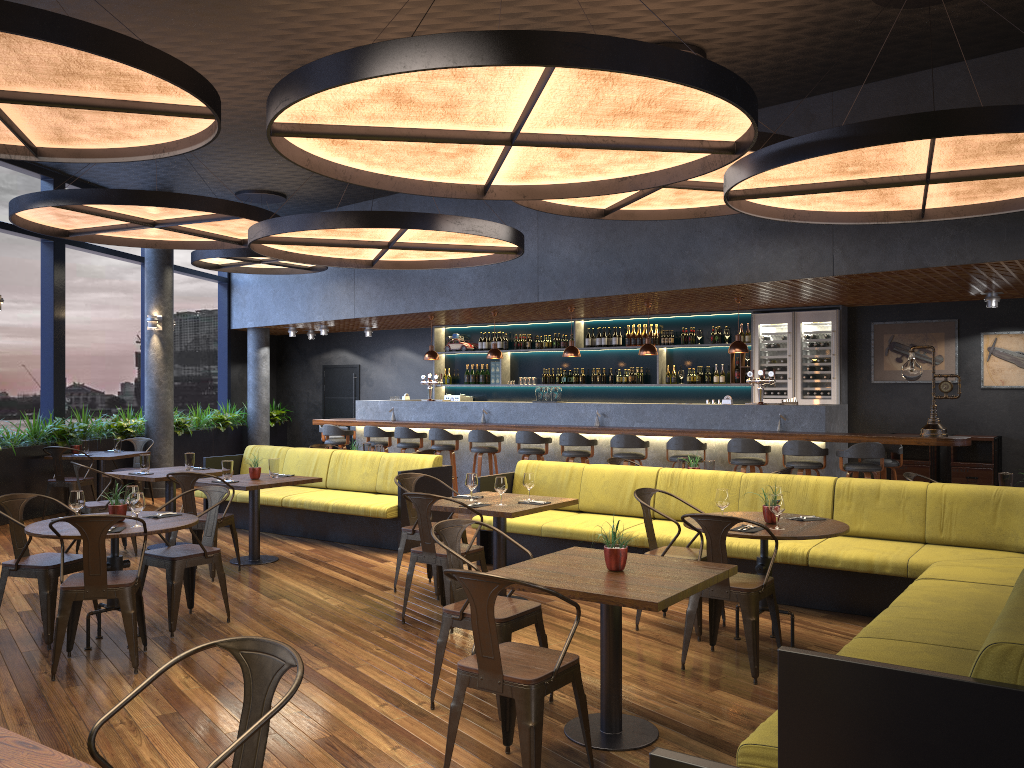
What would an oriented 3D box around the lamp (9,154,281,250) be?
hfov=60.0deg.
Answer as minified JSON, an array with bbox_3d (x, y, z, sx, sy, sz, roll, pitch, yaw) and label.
[{"bbox_3d":[-3.924,-2.264,9.730,2.778,1.159,2.778,0,0,-20],"label":"lamp"}]

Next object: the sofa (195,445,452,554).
[{"bbox_3d":[-2.156,1.196,9.725,3.061,0.914,0.966,0,0,35],"label":"sofa"}]

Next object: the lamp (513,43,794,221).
[{"bbox_3d":[1.329,-2.275,7.799,2.778,1.159,2.778,0,0,-5],"label":"lamp"}]

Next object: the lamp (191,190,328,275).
[{"bbox_3d":[-3.775,-2.313,13.337,1.979,1.093,1.979,0,0,-2],"label":"lamp"}]

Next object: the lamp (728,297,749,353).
[{"bbox_3d":[2.764,-0.716,10.829,0.250,0.673,0.250,0,0,-23],"label":"lamp"}]

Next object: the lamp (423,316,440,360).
[{"bbox_3d":[-1.233,-0.704,13.582,0.250,0.673,0.250,0,0,22],"label":"lamp"}]

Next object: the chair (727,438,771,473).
[{"bbox_3d":[2.683,1.124,10.023,0.483,1.048,0.438,0,0,6],"label":"chair"}]

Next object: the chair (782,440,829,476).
[{"bbox_3d":[3.158,1.122,9.615,0.438,1.048,0.483,0,0,-27],"label":"chair"}]

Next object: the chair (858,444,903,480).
[{"bbox_3d":[4.069,1.122,9.834,0.483,1.048,0.438,0,0,6],"label":"chair"}]

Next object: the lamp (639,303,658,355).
[{"bbox_3d":[1.769,-0.713,11.515,0.250,0.673,0.250,0,0,-23],"label":"lamp"}]

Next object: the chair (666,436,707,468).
[{"bbox_3d":[2.040,1.125,10.459,0.438,1.048,0.483,0,0,-41],"label":"chair"}]

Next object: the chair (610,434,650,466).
[{"bbox_3d":[1.447,1.127,10.842,0.483,1.048,0.438,0,0,-5],"label":"chair"}]

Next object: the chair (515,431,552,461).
[{"bbox_3d":[0.287,1.131,11.659,0.483,1.048,0.438,0,0,6],"label":"chair"}]

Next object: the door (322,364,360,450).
[{"bbox_3d":[-3.354,0.650,17.465,1.012,2.056,0.137,0,0,35],"label":"door"}]

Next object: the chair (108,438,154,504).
[{"bbox_3d":[-5.162,1.202,12.052,0.504,0.917,0.541,0,0,0],"label":"chair"}]

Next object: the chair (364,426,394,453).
[{"bbox_3d":[-1.965,1.138,13.197,0.483,1.048,0.438,0,0,6],"label":"chair"}]

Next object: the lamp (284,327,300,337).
[{"bbox_3d":[-4.008,-0.954,16.202,0.228,0.172,0.228,0,0,35],"label":"lamp"}]

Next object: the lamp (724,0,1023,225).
[{"bbox_3d":[2.908,-2.105,6.209,2.778,1.475,2.778,0,0,39],"label":"lamp"}]

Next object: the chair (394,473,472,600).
[{"bbox_3d":[-0.651,1.182,7.061,0.541,0.917,0.504,0,0,35],"label":"chair"}]

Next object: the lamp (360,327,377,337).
[{"bbox_3d":[-2.620,-0.955,16.209,0.228,0.172,0.228,0,0,35],"label":"lamp"}]

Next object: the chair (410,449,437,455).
[{"bbox_3d":[-1.144,1.192,10.111,0.541,0.917,0.504,0,0,35],"label":"chair"}]

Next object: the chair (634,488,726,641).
[{"bbox_3d":[1.101,1.177,5.968,0.541,0.917,0.504,0,0,35],"label":"chair"}]

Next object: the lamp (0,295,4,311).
[{"bbox_3d":[-5.804,-0.906,9.953,0.215,0.215,0.189,0,0,10],"label":"lamp"}]

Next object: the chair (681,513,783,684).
[{"bbox_3d":[1.255,1.175,5.099,0.504,0.917,0.541,0,0,35],"label":"chair"}]

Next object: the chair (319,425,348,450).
[{"bbox_3d":[-2.927,1.143,14.581,0.483,1.048,0.438,0,0,-27],"label":"chair"}]

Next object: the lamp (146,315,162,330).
[{"bbox_3d":[-5.232,-0.897,12.916,0.215,0.215,0.189,0,0,-5],"label":"lamp"}]

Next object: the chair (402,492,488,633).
[{"bbox_3d":[-0.466,1.179,6.097,0.504,0.917,0.541,0,0,35],"label":"chair"}]

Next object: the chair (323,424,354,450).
[{"bbox_3d":[-2.668,1.140,13.628,0.483,1.048,0.438,0,0,6],"label":"chair"}]

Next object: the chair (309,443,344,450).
[{"bbox_3d":[-2.184,1.195,10.828,0.541,0.917,0.504,0,0,35],"label":"chair"}]

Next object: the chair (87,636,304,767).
[{"bbox_3d":[-0.820,1.168,2.253,0.504,0.917,0.541,0,0,35],"label":"chair"}]

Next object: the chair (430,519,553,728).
[{"bbox_3d":[-0.130,1.174,4.530,0.541,0.917,0.504,0,0,35],"label":"chair"}]

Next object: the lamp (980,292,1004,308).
[{"bbox_3d":[5.609,-0.981,10.357,0.228,0.172,0.228,0,0,35],"label":"lamp"}]

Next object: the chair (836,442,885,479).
[{"bbox_3d":[3.648,1.120,9.290,0.483,1.048,0.438,0,0,26],"label":"chair"}]

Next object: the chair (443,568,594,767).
[{"bbox_3d":[0.008,1.171,3.589,0.504,0.917,0.541,0,0,35],"label":"chair"}]

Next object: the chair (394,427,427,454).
[{"bbox_3d":[-1.466,1.136,12.869,0.483,1.048,0.438,0,0,6],"label":"chair"}]

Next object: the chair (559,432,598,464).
[{"bbox_3d":[0.819,1.129,11.226,0.438,1.048,0.483,0,0,-27],"label":"chair"}]

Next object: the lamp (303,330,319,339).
[{"bbox_3d":[-3.865,-0.951,17.066,0.228,0.172,0.228,0,0,35],"label":"lamp"}]

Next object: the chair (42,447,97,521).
[{"bbox_3d":[-5.363,1.198,10.738,0.504,0.917,0.541,0,0,9],"label":"chair"}]

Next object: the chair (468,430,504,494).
[{"bbox_3d":[-0.371,1.132,11.972,0.438,1.048,0.483,0,0,-36],"label":"chair"}]

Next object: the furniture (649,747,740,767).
[{"bbox_3d":[-1.820,1.170,1.455,4.503,0.914,3.372,0,0,35],"label":"furniture"}]

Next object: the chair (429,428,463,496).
[{"bbox_3d":[-0.946,1.134,12.419,0.438,1.048,0.483,0,0,-27],"label":"chair"}]

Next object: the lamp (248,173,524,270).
[{"bbox_3d":[-1.263,-2.092,9.109,2.778,1.475,2.778,0,0,-1],"label":"lamp"}]

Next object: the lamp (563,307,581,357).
[{"bbox_3d":[0.819,-0.710,12.169,0.250,0.673,0.250,0,0,-23],"label":"lamp"}]

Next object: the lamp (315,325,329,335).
[{"bbox_3d":[-3.331,-0.956,15.714,0.228,0.172,0.228,0,0,35],"label":"lamp"}]

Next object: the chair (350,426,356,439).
[{"bbox_3d":[-2.539,1.144,15.144,0.438,1.048,0.483,0,0,6],"label":"chair"}]

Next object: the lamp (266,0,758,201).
[{"bbox_3d":[0.001,-2.105,5.202,2.778,1.475,2.778,0,0,-6],"label":"lamp"}]

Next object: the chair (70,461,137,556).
[{"bbox_3d":[-3.928,1.190,8.501,0.541,0.917,0.504,0,0,-37],"label":"chair"}]

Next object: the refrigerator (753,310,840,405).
[{"bbox_3d":[3.933,0.072,12.185,1.159,2.109,0.454,0,0,35],"label":"refrigerator"}]

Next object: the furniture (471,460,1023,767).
[{"bbox_3d":[2.103,1.176,4.783,7.462,0.914,4.895,0,0,30],"label":"furniture"}]

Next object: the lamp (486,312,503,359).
[{"bbox_3d":[-0.250,-0.707,12.906,0.250,0.673,0.250,0,0,-23],"label":"lamp"}]

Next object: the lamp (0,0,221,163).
[{"bbox_3d":[-3.242,-2.278,5.426,2.778,1.159,2.778,0,0,12],"label":"lamp"}]

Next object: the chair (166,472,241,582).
[{"bbox_3d":[-2.658,1.186,7.598,0.504,0.917,0.541,0,0,12],"label":"chair"}]

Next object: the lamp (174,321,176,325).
[{"bbox_3d":[-5.202,-0.895,13.479,0.215,0.215,0.189,0,0,13],"label":"lamp"}]
